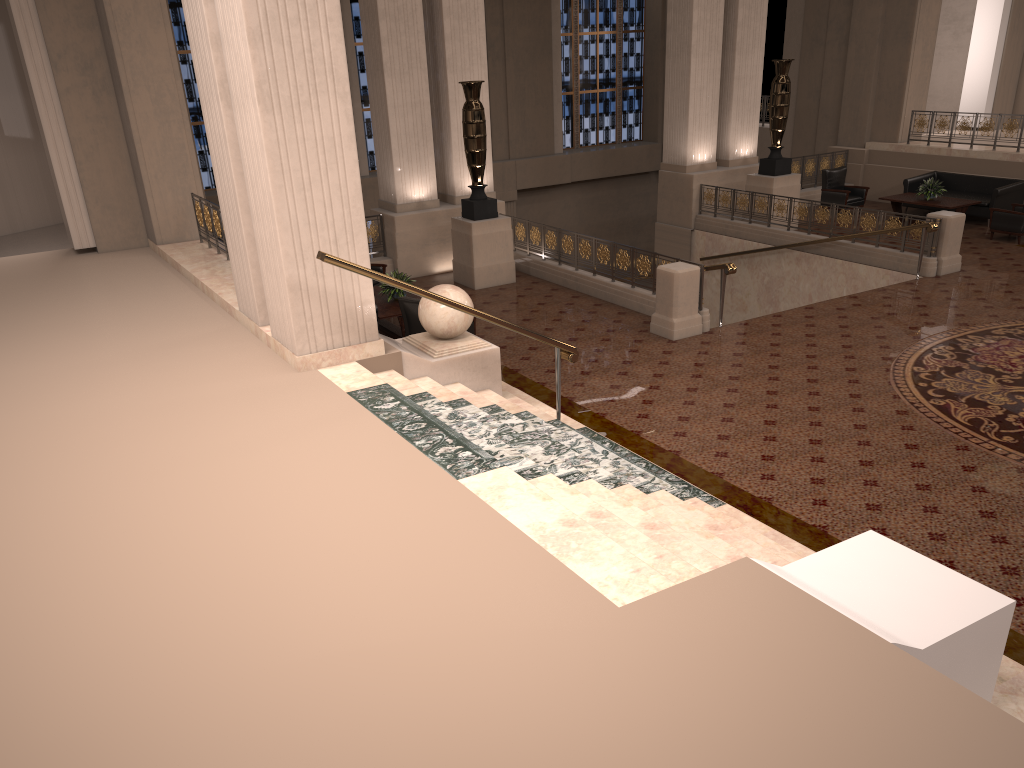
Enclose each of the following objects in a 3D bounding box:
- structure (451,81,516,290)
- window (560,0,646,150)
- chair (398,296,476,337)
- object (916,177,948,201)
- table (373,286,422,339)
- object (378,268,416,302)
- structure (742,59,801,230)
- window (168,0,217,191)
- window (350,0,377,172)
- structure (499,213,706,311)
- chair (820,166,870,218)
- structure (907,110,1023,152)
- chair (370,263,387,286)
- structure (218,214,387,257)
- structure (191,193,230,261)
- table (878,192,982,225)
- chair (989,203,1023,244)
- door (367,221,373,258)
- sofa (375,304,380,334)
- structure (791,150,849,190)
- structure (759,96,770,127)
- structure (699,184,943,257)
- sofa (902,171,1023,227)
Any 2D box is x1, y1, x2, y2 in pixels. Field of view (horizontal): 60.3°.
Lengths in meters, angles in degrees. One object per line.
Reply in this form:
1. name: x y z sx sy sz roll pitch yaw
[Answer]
1. structure: -0.482 -2.878 12.830 0.691 2.916 0.678 -16 28 -26
2. window: 2.160 -8.881 22.295 2.951 5.604 0.067 -15 28 -26
3. chair: -0.804 -0.599 9.791 0.645 0.883 0.689 6 25 19
4. object: 7.366 -3.441 15.493 0.502 0.394 0.502 -2 23 3
5. table: -1.553 -0.865 11.156 0.828 0.456 1.431 -15 25 -28
6. object: -1.426 -1.239 10.928 0.502 0.394 0.502 -2 23 3
7. structure: 4.622 -4.132 15.419 0.691 2.916 0.678 -16 28 -26
8. window: -6.776 -6.684 17.762 2.951 5.604 0.067 -15 28 -26
9. window: -2.384 -7.764 19.990 2.951 5.604 0.067 -15 28 -26
10. structure: 1.061 -1.823 12.429 0.078 0.562 4.786 -17 25 -27
11. chair: 6.324 -3.668 16.816 0.637 0.883 0.698 -18 28 -31
12. structure: 8.794 -4.565 15.975 0.031 0.653 3.583 -17 25 -27
13. chair: -2.225 -1.565 12.475 0.712 0.883 0.624 8 26 23
14. structure: -3.097 -2.063 13.274 2.504 0.685 0.031 -14 27 -26
15. structure: -3.133 -1.633 9.925 0.031 0.653 3.583 -17 25 -27
16. table: 7.390 -3.063 15.692 0.828 0.456 1.431 -15 25 -28
17. chair: 8.198 -2.751 14.198 0.639 0.883 0.695 -16 27 -27
18. door: -2.873 -2.721 21.360 1.473 2.849 0.150 -15 28 -26
19. sofa: -2.351 -0.798 10.698 0.864 0.739 1.864 -16 25 -28
20. structure: 5.892 -4.273 17.834 2.504 0.685 0.031 -14 27 -26
21. structure: 5.631 -6.524 21.008 0.030 0.699 2.090 -17 25 -27
22. structure: 4.704 -2.719 14.277 0.078 0.562 4.790 -17 25 -28
23. sofa: 8.173 -3.385 16.036 0.864 0.739 1.864 -16 25 -28
